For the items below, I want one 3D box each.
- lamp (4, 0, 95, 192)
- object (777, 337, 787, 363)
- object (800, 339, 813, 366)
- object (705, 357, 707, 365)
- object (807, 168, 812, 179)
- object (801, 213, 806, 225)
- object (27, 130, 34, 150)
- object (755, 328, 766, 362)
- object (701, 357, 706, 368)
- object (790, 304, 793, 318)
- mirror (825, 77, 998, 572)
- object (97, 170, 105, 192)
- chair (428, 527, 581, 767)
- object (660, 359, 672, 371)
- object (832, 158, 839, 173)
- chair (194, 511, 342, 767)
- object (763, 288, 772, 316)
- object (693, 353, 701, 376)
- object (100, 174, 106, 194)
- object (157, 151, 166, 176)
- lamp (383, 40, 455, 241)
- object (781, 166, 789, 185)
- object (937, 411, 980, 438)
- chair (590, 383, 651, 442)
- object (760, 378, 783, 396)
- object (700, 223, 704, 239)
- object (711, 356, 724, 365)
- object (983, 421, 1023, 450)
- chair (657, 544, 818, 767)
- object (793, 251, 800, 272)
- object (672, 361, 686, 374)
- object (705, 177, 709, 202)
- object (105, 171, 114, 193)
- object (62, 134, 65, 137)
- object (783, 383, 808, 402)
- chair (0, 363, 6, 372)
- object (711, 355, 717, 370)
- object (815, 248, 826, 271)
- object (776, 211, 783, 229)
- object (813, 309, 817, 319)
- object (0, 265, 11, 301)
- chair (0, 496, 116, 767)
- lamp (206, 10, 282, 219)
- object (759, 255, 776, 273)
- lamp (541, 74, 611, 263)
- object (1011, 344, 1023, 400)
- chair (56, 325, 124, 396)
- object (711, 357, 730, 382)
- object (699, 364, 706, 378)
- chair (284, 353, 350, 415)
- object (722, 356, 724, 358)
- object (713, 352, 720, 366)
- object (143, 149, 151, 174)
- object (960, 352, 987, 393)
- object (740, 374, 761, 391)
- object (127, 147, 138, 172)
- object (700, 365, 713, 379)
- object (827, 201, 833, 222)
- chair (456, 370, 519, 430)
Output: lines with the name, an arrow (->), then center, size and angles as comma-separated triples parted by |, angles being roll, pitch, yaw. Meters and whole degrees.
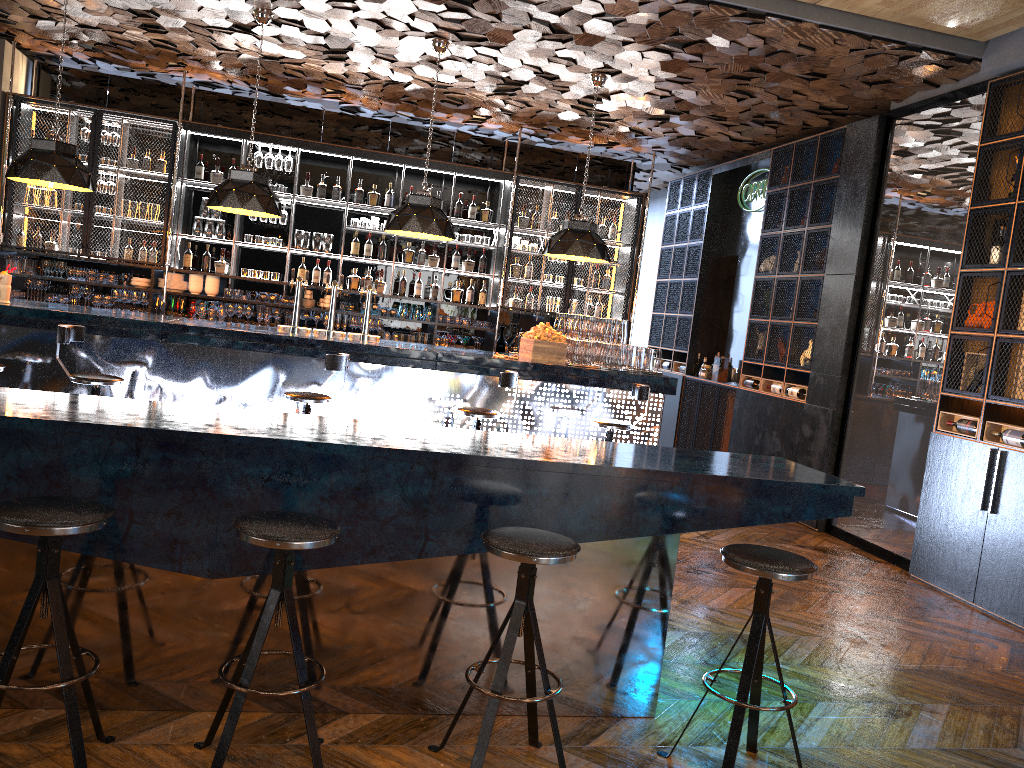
lamp -> -3.373, -2.248, 6.605 | 0.582, 1.606, 0.607 | 6, 5, -13
object -> 2.648, -0.311, 8.574 | 0.131, 0.280, 0.208 | 4, 5, -31
object -> 2.794, -0.272, 8.134 | 0.164, 0.303, 0.341 | 6, 4, -8
object -> 2.263, -0.195, 10.404 | 0.065, 0.237, 0.065 | 10, 5, 35
object -> 2.919, -2.047, 8.427 | 0.152, 0.332, 0.289 | 5, 5, -21
object -> 2.866, -1.541, 8.483 | 0.210, 0.168, 0.105 | 6, 5, -14
object -> -4.878, -2.450, 9.011 | 0.075, 0.260, 0.075 | 10, 5, 35
object -> 2.589, -0.388, 8.993 | 0.175, 0.351, 0.369 | 6, 4, -8
object -> 2.232, -0.192, 10.323 | 0.065, 0.237, 0.065 | 3, 6, -45
object -> 2.754, -0.697, 8.555 | 0.096, 0.210, 0.183 | 6, 4, -11
mirror -> 3.024, -0.428, 6.860 | 0.026, 3.551, 1.194 | 6, 5, -13
object -> -4.218, -2.079, 9.090 | 0.081, 0.213, 0.081 | 6, 4, -8
chair -> 0.016, 0.895, 2.909 | 0.419, 0.813, 0.419 | 5, 5, -18
object -> 1.994, -0.232, 11.125 | 0.123, 0.132, 0.396 | 6, 5, -13
object -> 2.996, -1.949, 8.013 | 0.138, 0.222, 0.278 | 6, 4, -13
chair -> -0.732, 0.817, 2.744 | 0.419, 0.813, 0.419 | 5, 5, -18
object -> 2.648, -0.825, 8.955 | 0.167, 0.356, 0.255 | 6, 4, -8
object -> 2.194, -0.226, 10.470 | 0.080, 0.279, 0.080 | 10, 5, 35
object -> -4.250, -2.094, 9.229 | 0.081, 0.213, 0.081 | 6, 4, -8
object -> -3.662, -2.310, 9.274 | 0.073, 0.246, 0.072 | 7, 4, 2
lamp -> -0.672, -1.997, 7.253 | 0.582, 1.564, 0.607 | 6, 5, -13
object -> 2.810, -2.051, 8.835 | 0.126, 0.249, 0.253 | 3, 6, -43
object -> 3.119, 0.283, 6.102 | 0.122, 0.132, 0.396 | 6, 4, -11
chair -> 0.756, 0.536, 6.792 | 0.476, 1.108, 0.419 | 7, 4, -3
object -> 2.558, 0.036, 8.558 | 0.122, 0.132, 0.396 | 6, 5, -13
object -> 2.336, -1.825, 10.598 | 0.097, 0.290, 0.290 | 6, 5, -15
object -> 2.454, -0.193, 10.367 | 0.165, 0.294, 0.229 | 3, 6, -44
object -> 3.216, 0.335, 5.684 | 0.122, 0.132, 0.396 | 6, 4, -9
chair -> 0.833, 0.982, 3.070 | 0.419, 0.813, 0.419 | 5, 5, -18
object -> 2.827, -1.144, 8.478 | 0.126, 0.249, 0.253 | 3, 6, -43
object -> 2.081, -0.189, 10.710 | 0.122, 0.132, 0.396 | 6, 5, -13
object -> 2.389, -2.292, 10.591 | 0.116, 0.358, 0.198 | 6, 5, -13
object -> -4.131, -2.070, 9.110 | 0.081, 0.213, 0.081 | 6, 4, -8
object -> -4.591, -2.419, 9.055 | 0.075, 0.261, 0.075 | 10, 5, 35
object -> 2.653, 0.079, 8.139 | 0.123, 0.132, 0.396 | 6, 4, -12
chair -> -3.484, 0.108, 5.685 | 0.476, 1.108, 0.419 | 6, 5, -13
object -> 2.345, -0.192, 10.261 | 0.080, 0.279, 0.080 | 10, 5, 35
object -> 2.891, -1.107, 8.083 | 0.266, 0.239, 0.265 | 4, 5, -35
object -> 2.738, -1.628, 8.892 | 0.126, 0.249, 0.253 | 6, 5, -13
object -> 2.835, -0.664, 8.135 | 0.119, 0.220, 0.212 | 4, 5, -29
object -> -3.714, -0.739, 6.485 | 0.080, 0.277, 0.091 | 8, 5, 19
chair -> -1.375, 0.751, 2.593 | 0.419, 0.813, 0.419 | 5, 5, -18
lamp -> -2.049, -2.148, 7.046 | 0.582, 1.564, 0.607 | 6, 5, -13
object -> 2.690, -1.181, 8.917 | 0.192, 0.221, 0.403 | 3, 6, -44
lamp -> 0.652, -1.870, 7.691 | 0.582, 1.564, 0.607 | 6, 5, -13
object -> 3.402, -0.060, 5.714 | 0.139, 0.396, 0.281 | 6, 5, -16
chair -> -2.736, 0.194, 5.741 | 0.476, 1.108, 0.419 | 6, 5, -13
object -> 2.325, -0.161, 9.885 | 0.116, 0.264, 0.144 | 6, 5, -13
object -> 2.270, -0.139, 10.233 | 0.228, 0.164, 0.117 | 6, 4, -12
chair -> -1.412, 0.322, 6.159 | 0.476, 1.108, 0.419 | 7, 4, 2
object -> 2.377, -0.174, 10.083 | 0.080, 0.279, 0.080 | 9, 5, 25
object -> 2.351, -0.207, 10.163 | 0.086, 0.313, 0.086 | 9, 5, 30
object -> -3.803, -2.324, 9.240 | 0.073, 0.246, 0.072 | 5, 5, -28
object -> 3.317, -0.052, 6.124 | 0.152, 0.297, 0.361 | 5, 5, -22
object -> 2.466, -0.007, 8.972 | 0.122, 0.133, 0.396 | 6, 5, -13
object -> -3.936, -2.336, 9.210 | 0.108, 0.244, 0.108 | 5, 5, -25
object -> 2.219, -0.134, 10.089 | 0.106, 0.164, 0.106 | 5, 5, -23
object -> 2.950, -1.559, 8.038 | 0.114, 0.290, 0.249 | 6, 5, -13
chair -> -0.245, 0.439, 6.487 | 0.476, 1.108, 0.419 | 7, 4, 2
